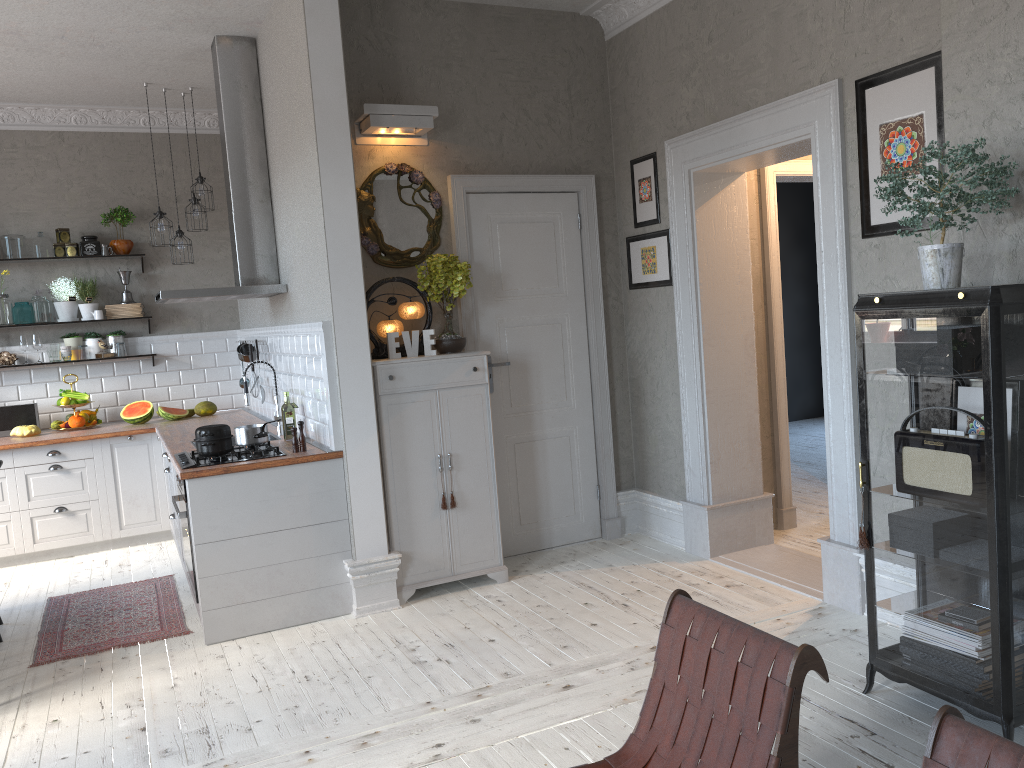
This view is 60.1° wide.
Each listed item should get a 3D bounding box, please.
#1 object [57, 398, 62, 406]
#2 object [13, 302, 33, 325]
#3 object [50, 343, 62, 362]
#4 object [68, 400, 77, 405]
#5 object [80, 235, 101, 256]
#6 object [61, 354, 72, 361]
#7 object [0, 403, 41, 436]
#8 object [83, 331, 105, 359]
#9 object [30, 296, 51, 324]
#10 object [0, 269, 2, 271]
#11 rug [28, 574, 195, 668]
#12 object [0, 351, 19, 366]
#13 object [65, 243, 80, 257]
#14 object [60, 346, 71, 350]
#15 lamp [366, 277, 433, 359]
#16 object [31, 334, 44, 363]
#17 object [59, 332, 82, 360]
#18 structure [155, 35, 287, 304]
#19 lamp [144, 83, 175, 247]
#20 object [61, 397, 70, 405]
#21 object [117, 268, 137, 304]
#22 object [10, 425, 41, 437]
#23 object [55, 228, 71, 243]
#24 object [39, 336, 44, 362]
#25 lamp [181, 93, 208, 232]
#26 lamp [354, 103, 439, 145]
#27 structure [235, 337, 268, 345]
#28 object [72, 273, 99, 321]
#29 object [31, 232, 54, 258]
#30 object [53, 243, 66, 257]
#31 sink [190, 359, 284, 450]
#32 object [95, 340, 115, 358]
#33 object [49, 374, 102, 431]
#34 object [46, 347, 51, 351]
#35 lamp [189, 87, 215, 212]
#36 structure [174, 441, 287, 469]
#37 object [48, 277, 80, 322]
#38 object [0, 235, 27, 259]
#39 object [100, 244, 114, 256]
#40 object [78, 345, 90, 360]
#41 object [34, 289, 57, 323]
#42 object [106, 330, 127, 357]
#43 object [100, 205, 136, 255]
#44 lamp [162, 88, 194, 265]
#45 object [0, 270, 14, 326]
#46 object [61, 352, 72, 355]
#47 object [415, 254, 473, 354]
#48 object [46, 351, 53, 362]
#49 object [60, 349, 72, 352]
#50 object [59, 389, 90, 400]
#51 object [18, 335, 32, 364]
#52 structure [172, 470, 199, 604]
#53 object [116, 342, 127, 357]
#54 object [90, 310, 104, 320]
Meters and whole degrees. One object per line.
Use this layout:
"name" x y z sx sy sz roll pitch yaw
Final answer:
"object" -3.377 0.143 6.675 0.098 0.078 0.099 -8 6 -38
"object" -3.711 -0.534 6.721 0.128 0.172 0.124 -6 5 -21
"object" -3.478 -0.240 6.762 0.077 0.139 0.080 -1 6 38
"object" -3.301 0.146 6.646 0.064 0.061 0.065 -7 5 -25
"object" -3.282 -1.067 6.894 0.144 0.174 0.139 -7 5 -25
"object" -3.395 -0.202 6.757 0.079 0.051 0.076 -7 6 -32
"object" -3.703 0.272 6.556 0.357 0.226 0.086 -7 5 -25
"object" -3.281 -0.306 6.954 0.173 0.214 0.148 -4 5 5
"object" -3.563 -0.560 6.694 0.125 0.206 0.124 -5 5 -2
"object" -3.978 -0.750 6.472 0.331 0.674 0.340 -1 6 33
"rug" -2.193 1.264 4.876 0.748 0.014 1.267 -6 5 -24
"object" -3.800 -0.190 6.630 0.094 0.111 0.180 0 6 42
"object" -3.371 -1.022 6.799 0.083 0.113 0.082 -6 5 -15
"object" -3.400 -0.262 6.752 0.079 0.051 0.075 -8 6 -39
"lamp" -0.631 -0.311 4.882 0.455 0.558 0.169 -6 5 -18
"object" -3.577 -0.265 6.677 0.083 0.217 0.080 -8 6 -39
"object" -3.420 -0.294 6.878 0.152 0.217 0.160 0 7 45
"structure" -1.903 -1.330 5.508 0.725 1.596 0.700 -7 5 -25
"lamp" -2.581 -1.856 6.313 0.146 1.735 0.147 -4 5 7
"object" -3.334 0.129 6.613 0.059 0.069 0.078 -5 5 -5
"object" -3.052 -0.773 7.000 0.133 0.288 0.128 -8 6 -40
"object" -3.527 0.341 6.423 0.200 0.083 0.186 -6 5 -24
"object" -3.425 -1.128 6.758 0.081 0.113 0.084 0 7 45
"object" -3.615 -0.269 6.756 0.083 0.217 0.080 -8 6 -39
"lamp" -2.447 -2.023 6.633 0.145 1.735 0.148 -3 5 17
"lamp" -0.635 -1.426 4.881 0.423 0.171 0.216 -6 5 -25
"structure" -1.916 -0.311 6.492 0.096 0.053 1.067 -6 5 -24
"object" -3.294 -0.681 6.860 0.166 0.380 0.187 -2 5 26
"object" -3.608 -1.058 6.797 0.138 0.220 0.142 -2 5 25
"object" -3.453 -1.014 6.764 0.084 0.113 0.081 -7 5 -25
"sink" -1.628 0.226 5.277 0.537 0.720 0.478 -7 5 -25
"object" -3.175 -0.277 6.911 0.099 0.147 0.120 -1 6 33
"object" -3.317 0.134 6.697 0.359 0.426 0.344 -8 6 -40
"object" -3.537 -0.246 6.815 0.078 0.083 0.077 -5 5 -7
"lamp" -2.350 -2.147 6.488 0.144 1.735 0.150 -1 6 37
"structure" -1.488 0.359 4.645 0.504 0.031 0.595 -6 5 -25
"object" -3.435 -0.658 6.850 0.246 0.354 0.233 -5 5 -7
"object" -3.731 -1.018 6.636 0.170 0.184 0.174 -3 5 14
"object" -3.137 -1.036 6.859 0.095 0.096 0.073 -6 5 -24
"object" -3.314 -0.245 6.854 0.079 0.108 0.076 -7 6 -31
"object" -3.605 -0.597 6.836 0.133 0.264 0.129 -6 5 -19
"object" -3.134 -0.323 7.034 0.161 0.213 0.150 -7 5 -27
"object" -3.059 -1.200 6.946 0.261 0.397 0.241 -4 5 0
"lamp" -2.508 -1.753 6.499 0.144 1.735 0.150 -1 6 37
"object" -3.796 -0.698 6.515 0.195 0.540 0.275 -7 6 -33
"object" -3.396 -0.219 6.755 0.079 0.051 0.076 -7 6 -32
"object" -0.353 -0.450 4.924 0.295 0.553 0.342 -4 5 9
"object" -3.535 -0.213 6.818 0.078 0.083 0.077 -5 5 -7
"object" -3.398 -0.236 6.754 0.077 0.051 0.077 -5 5 -6
"object" -3.298 0.078 6.676 0.214 0.101 0.066 -6 5 -19
"object" -3.696 -0.260 6.722 0.083 0.217 0.080 -8 6 -39
"structure" -1.435 0.719 4.683 0.628 0.623 0.611 -7 5 -25
"object" -3.067 -0.271 6.944 0.079 0.108 0.076 -7 6 -31
"object" -3.195 -0.533 6.845 0.106 0.071 0.063 -4 5 5
